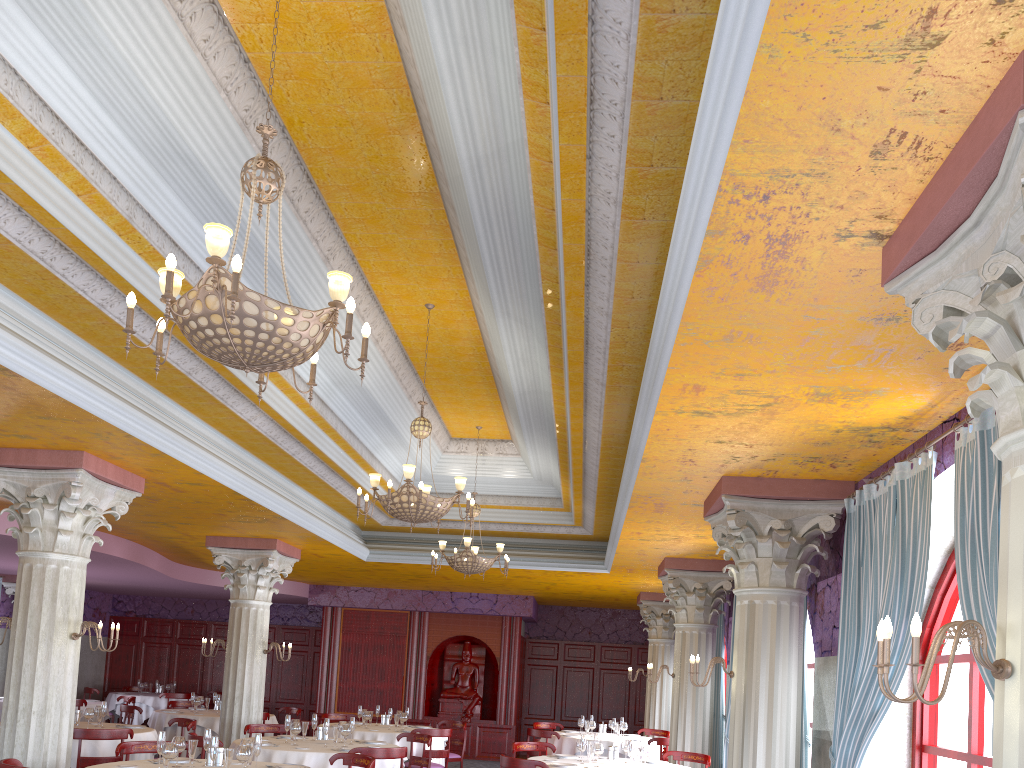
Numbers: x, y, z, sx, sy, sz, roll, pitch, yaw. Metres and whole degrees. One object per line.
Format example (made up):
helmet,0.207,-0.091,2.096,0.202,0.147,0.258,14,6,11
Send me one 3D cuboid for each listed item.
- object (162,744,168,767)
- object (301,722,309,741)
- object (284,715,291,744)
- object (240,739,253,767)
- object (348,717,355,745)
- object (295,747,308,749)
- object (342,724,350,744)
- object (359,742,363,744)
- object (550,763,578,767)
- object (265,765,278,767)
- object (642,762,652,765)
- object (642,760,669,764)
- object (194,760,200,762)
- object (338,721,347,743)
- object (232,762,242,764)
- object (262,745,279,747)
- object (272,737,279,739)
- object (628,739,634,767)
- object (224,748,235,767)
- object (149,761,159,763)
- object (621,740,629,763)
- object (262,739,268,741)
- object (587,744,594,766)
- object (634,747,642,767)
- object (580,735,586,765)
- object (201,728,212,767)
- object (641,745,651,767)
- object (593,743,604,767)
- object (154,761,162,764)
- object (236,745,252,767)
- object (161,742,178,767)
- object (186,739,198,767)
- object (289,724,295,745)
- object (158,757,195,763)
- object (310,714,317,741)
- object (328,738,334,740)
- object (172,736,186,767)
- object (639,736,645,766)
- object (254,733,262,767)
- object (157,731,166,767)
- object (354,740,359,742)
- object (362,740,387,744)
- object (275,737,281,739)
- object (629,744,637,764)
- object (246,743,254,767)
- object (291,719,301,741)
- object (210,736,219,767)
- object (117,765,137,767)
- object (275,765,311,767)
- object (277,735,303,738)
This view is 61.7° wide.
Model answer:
object,-2.804,3.044,6.947,0.086,0.231,0.088,0,-7,30
object,-2.543,4.259,10.497,0.085,0.231,0.088,3,-6,8
object,-2.647,4.065,10.086,0.074,0.326,0.075,4,-5,-3
object,-2.339,3.257,7.535,0.122,0.256,0.126,1,-7,19
object,-1.942,4.208,10.388,0.075,0.326,0.075,6,-5,-26
object,-2.347,4.070,9.571,0.161,0.009,0.164,-14,-26,42
object,-2.034,4.282,10.477,0.085,0.231,0.088,3,-6,8
object,-1.853,4.436,10.568,0.030,0.010,0.142,15,-22,-34
object,0.565,4.144,9.303,0.312,0.023,0.330,2,-19,5
object,-2.129,3.485,7.816,0.263,0.019,0.056,17,-22,-35
object,1.595,4.495,10.142,0.030,0.010,0.142,15,-22,-34
object,1.725,4.548,10.296,0.312,0.023,0.330,2,-19,5
object,-2.893,3.461,7.866,0.028,0.013,0.237,16,-22,-37
object,-2.096,4.299,10.578,0.122,0.256,0.126,1,-7,19
object,-2.548,3.486,7.876,0.159,0.009,0.166,-5,-20,24
object,-2.722,4.050,9.593,0.263,0.019,0.056,17,-22,-35
object,-2.939,4.393,10.646,0.056,0.019,0.263,15,-22,-32
object,1.307,4.085,9.457,0.074,0.326,0.075,-1,-6,41
object,-2.296,3.067,6.926,0.086,0.231,0.087,5,-6,-15
object,-3.182,3.351,7.603,0.056,0.019,0.263,15,-22,-32
object,1.353,4.358,10.151,0.122,0.256,0.126,4,-7,-3
object,-3.001,4.268,10.269,0.162,0.009,0.163,16,-22,-33
object,0.888,4.145,9.563,0.086,0.231,0.088,0,-7,30
object,1.396,4.168,9.543,0.086,0.231,0.087,5,-6,-15
object,0.801,4.124,9.659,0.074,0.326,0.076,2,-5,19
object,-2.690,3.204,7.547,0.074,0.326,0.075,-1,-6,41
object,1.496,4.182,9.605,0.124,0.256,0.124,7,-8,-26
object,0.951,4.102,9.464,0.124,0.256,0.124,7,-8,-26
object,-3.155,3.370,7.629,0.022,0.003,0.259,18,-23,-37
object,-2.195,3.081,6.989,0.122,0.256,0.126,1,-7,19
object,-2.741,3.001,6.848,0.122,0.256,0.126,4,-7,-3
object,-2.786,3.216,7.454,0.085,0.231,0.088,3,-6,8
object,-2.561,4.086,9.990,0.086,0.231,0.088,0,-7,30
object,-3.046,3.411,7.765,0.312,0.023,0.330,2,-19,5
object,-2.447,4.247,10.590,0.074,0.326,0.075,-1,-6,41
object,-2.305,4.528,10.919,0.158,0.009,0.167,2,-19,5
object,-2.884,3.177,7.394,0.122,0.256,0.126,1,-7,19
object,1.507,4.267,9.961,0.074,0.326,0.075,4,-5,-3
object,-2.185,3.166,7.345,0.074,0.326,0.075,-1,-6,41
object,-2.890,3.022,7.043,0.074,0.326,0.075,-1,-6,41
object,-1.886,4.527,10.859,0.263,0.019,0.056,17,-22,-35
object,-1.724,4.489,10.723,0.316,0.023,0.326,-9,-22,33
object,-2.912,4.412,10.672,0.022,0.003,0.259,18,-23,-37
object,1.414,4.341,10.050,0.086,0.231,0.088,0,-7,30
object,-2.277,3.240,7.434,0.087,0.231,0.086,8,-7,-37
object,-2.641,4.219,10.437,0.124,0.256,0.124,7,-8,-26
object,-2.385,2.984,6.841,0.074,0.326,0.075,-1,-6,41
object,-3.244,3.225,7.226,0.159,0.009,0.166,-5,-20,24
object,-1.967,3.446,7.680,0.312,0.023,0.330,2,-19,5
object,-2.803,4.454,10.808,0.315,0.023,0.327,8,-19,-14
